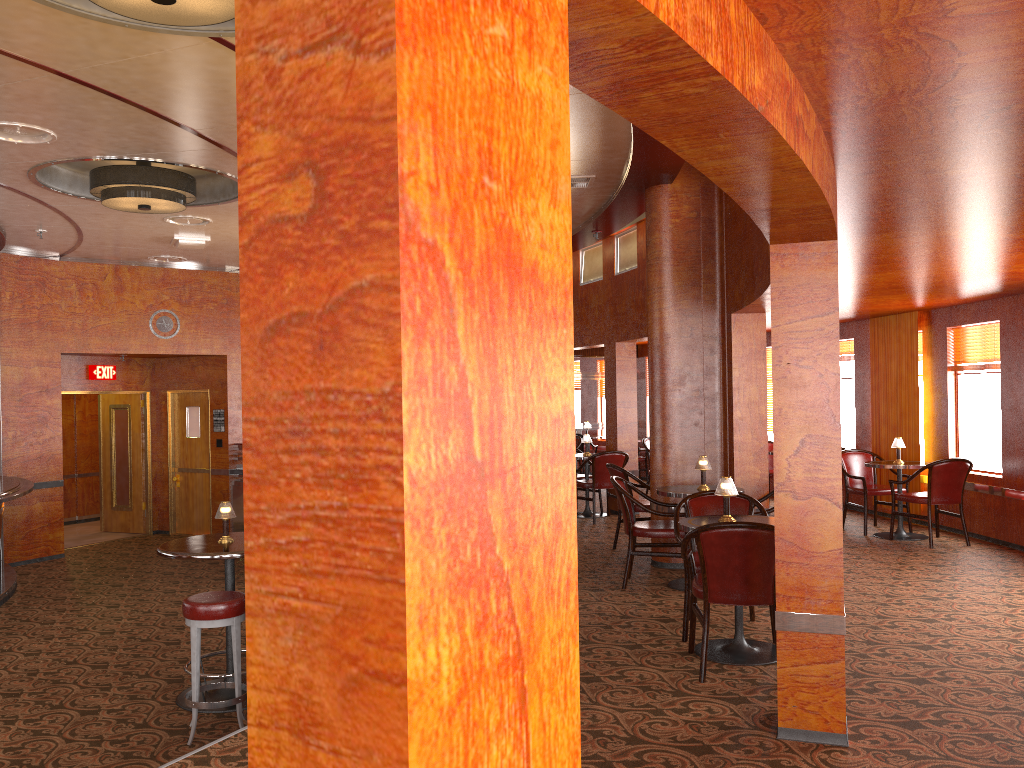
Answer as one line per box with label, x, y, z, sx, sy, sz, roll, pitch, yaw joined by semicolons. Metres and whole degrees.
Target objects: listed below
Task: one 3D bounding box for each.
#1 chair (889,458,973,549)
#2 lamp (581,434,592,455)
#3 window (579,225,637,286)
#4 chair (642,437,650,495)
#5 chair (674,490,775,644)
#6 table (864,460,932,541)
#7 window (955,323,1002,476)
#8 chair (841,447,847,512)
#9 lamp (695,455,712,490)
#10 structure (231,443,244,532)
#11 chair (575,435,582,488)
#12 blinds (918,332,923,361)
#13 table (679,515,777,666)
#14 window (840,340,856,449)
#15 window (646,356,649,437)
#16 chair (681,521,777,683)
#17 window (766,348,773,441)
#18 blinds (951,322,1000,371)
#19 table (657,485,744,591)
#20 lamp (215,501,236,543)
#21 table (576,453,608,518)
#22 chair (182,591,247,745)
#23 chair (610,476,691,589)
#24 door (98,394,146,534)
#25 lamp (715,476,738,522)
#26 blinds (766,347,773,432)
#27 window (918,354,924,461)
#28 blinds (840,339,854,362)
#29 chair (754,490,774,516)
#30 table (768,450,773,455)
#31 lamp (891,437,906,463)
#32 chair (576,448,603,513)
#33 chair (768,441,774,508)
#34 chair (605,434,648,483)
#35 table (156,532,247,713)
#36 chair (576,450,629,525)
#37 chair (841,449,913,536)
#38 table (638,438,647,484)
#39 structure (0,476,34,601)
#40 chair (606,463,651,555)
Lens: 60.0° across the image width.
chair;3.921;1.074;8.230;0.588;0.817;0.615;-1;0;-13
lamp;0.892;0.721;10.576;0.130;0.250;0.130;-1;0;-6
window;0.836;-1.544;8.199;1.956;0.480;11.948;-1;-1;-5
chair;2.187;1.161;12.605;0.588;0.817;0.615;-1;0;-38
chair;1.288;1.084;5.403;0.588;0.817;0.615;-1;0;7
table;3.787;1.130;8.656;0.640;0.720;0.639;-1;0;32
window;4.508;0.142;8.485;0.040;1.420;0.820;-1;0;-5
chair;3.515;1.106;10.159;0.588;0.817;0.615;-1;0;-13
lamp;1.429;0.660;6.620;0.130;0.250;0.130;-1;0;-15
structure;-2.893;1.020;10.550;0.624;2.024;3.169;-1;0;-22
chair;0.736;1.197;13.429;0.615;0.817;0.588;-1;0;-43
blinds;4.285;-0.392;9.724;0.057;0.312;0.803;-1;-1;-10
table;1.255;1.126;4.915;0.639;0.720;0.640;-1;0;-11
window;4.055;0.182;10.958;0.040;1.420;0.820;-1;0;-16
window;2.517;0.253;14.392;0.151;1.436;0.838;-1;0;-32
chair;1.174;1.075;4.572;0.588;0.817;0.615;-1;0;12
window;3.656;0.204;12.152;0.040;1.420;0.820;-1;0;-21
blinds;4.454;-0.348;8.481;0.057;0.439;0.803;-1;-1;-5
table;1.411;1.146;6.625;0.639;0.720;0.640;-1;0;-42
lamp;-1.800;0.864;5.575;0.130;0.250;0.130;-1;0;-42
table;0.895;1.206;10.569;0.639;0.720;0.640;-1;0;-33
chair;-1.643;1.560;4.934;0.350;0.755;0.350;-1;0;-14
chair;1.057;1.105;6.702;0.615;0.817;0.588;-1;0;12
door;-5.507;1.103;12.528;0.808;1.983;0.063;-1;0;22
lamp;1.202;0.643;4.966;0.130;0.250;0.130;-1;0;-33
blinds;3.611;0.082;12.135;0.050;1.173;0.803;-1;0;-21
window;4.339;0.161;9.732;0.040;1.420;0.820;-1;0;-10
blinds;4.001;-0.399;10.945;0.057;0.258;0.803;-1;-1;-16
chair;1.887;1.089;6.587;0.615;0.817;0.588;-1;0;7
table;3.382;1.162;10.585;0.639;0.720;0.640;-1;0;-44
lamp;3.774;0.645;8.658;0.130;0.250;0.130;-1;0;19
chair;0.723;1.165;10.898;0.588;0.817;0.615;-1;0;-28
chair;3.265;1.122;11.024;0.588;0.817;0.615;-1;0;-13
chair;1.776;1.185;13.873;0.615;0.817;0.588;-1;0;-5
table;-1.766;1.468;5.564;0.849;0.960;0.849;-1;0;30
chair;1.010;1.149;10.081;0.588;0.817;0.615;-1;0;-23
chair;3.670;1.090;9.095;0.588;0.817;0.615;-1;0;-13
table;2.238;1.226;13.948;0.640;0.720;0.640;-1;0;7
structure;-6.270;1.510;6.025;3.207;1.047;7.810;-1;-1;27
chair;1.179;1.121;8.090;0.615;0.817;0.588;-1;0;-13
